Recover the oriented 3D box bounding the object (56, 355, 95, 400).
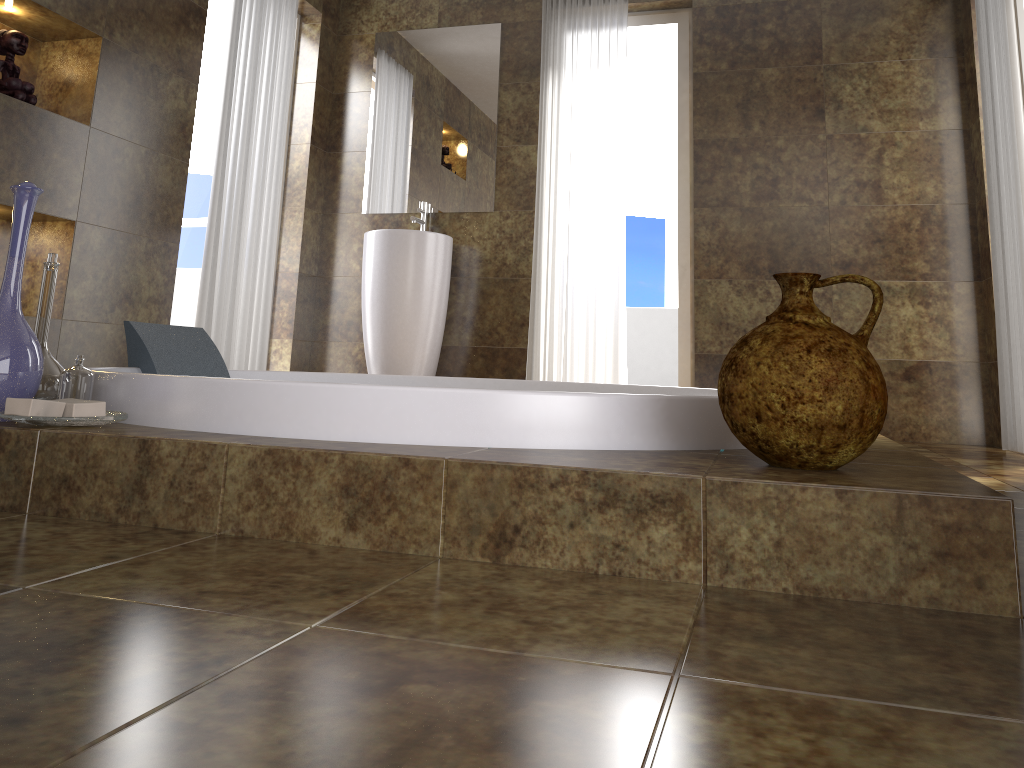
[{"bbox_3d":[-0.794,0.005,1.574,0.057,0.119,0.056,6,-10,-21],"label":"object"}]

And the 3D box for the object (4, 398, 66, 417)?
[{"bbox_3d":[-0.756,0.039,1.371,0.053,0.035,0.071,1,-2,17],"label":"object"}]

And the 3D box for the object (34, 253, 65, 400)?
[{"bbox_3d":[-0.890,-0.097,1.633,0.130,0.317,0.126,-2,-11,24],"label":"object"}]

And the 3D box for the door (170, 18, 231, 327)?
[{"bbox_3d":[-1.798,-1.008,4.802,0.962,2.294,0.038,1,-12,6],"label":"door"}]

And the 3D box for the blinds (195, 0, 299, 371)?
[{"bbox_3d":[-1.251,-1.029,4.169,0.068,2.344,0.578,-1,-11,16],"label":"blinds"}]

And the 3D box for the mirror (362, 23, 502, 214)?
[{"bbox_3d":[-0.449,-1.485,4.835,0.767,1.124,0.008,0,-12,16],"label":"mirror"}]

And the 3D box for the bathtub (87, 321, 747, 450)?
[{"bbox_3d":[-0.130,0.136,2.162,1.724,0.538,1.736,3,0,-43],"label":"bathtub"}]

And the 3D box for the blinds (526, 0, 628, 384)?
[{"bbox_3d":[0.351,-0.976,4.466,0.519,2.332,0.065,-1,-12,15],"label":"blinds"}]

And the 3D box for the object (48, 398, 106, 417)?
[{"bbox_3d":[-0.730,0.043,1.434,0.100,0.033,0.060,2,-2,31],"label":"object"}]

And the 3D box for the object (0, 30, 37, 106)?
[{"bbox_3d":[-1.737,-1.108,3.021,0.174,0.293,0.108,0,-10,16],"label":"object"}]

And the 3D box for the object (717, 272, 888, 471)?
[{"bbox_3d":[0.413,-0.023,1.241,0.229,0.283,0.223,4,-7,-12],"label":"object"}]

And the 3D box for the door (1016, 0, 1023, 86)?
[{"bbox_3d":[2.539,-0.816,3.344,0.039,2.293,0.943,12,-14,-40],"label":"door"}]

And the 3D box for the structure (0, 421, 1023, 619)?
[{"bbox_3d":[-0.129,0.145,2.161,2.005,0.128,1.958,2,1,16],"label":"structure"}]

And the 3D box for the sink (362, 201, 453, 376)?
[{"bbox_3d":[-0.552,-0.416,4.406,0.458,1.170,0.422,-1,-11,19],"label":"sink"}]

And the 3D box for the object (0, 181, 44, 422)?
[{"bbox_3d":[-0.872,-0.150,1.500,0.136,0.432,0.131,-2,-11,24],"label":"object"}]

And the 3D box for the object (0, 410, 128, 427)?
[{"bbox_3d":[-0.736,0.059,1.422,0.190,0.019,0.185,2,1,5],"label":"object"}]

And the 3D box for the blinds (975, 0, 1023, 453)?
[{"bbox_3d":[1.898,-0.892,3.352,0.069,2.345,0.466,-1,-12,16],"label":"blinds"}]
